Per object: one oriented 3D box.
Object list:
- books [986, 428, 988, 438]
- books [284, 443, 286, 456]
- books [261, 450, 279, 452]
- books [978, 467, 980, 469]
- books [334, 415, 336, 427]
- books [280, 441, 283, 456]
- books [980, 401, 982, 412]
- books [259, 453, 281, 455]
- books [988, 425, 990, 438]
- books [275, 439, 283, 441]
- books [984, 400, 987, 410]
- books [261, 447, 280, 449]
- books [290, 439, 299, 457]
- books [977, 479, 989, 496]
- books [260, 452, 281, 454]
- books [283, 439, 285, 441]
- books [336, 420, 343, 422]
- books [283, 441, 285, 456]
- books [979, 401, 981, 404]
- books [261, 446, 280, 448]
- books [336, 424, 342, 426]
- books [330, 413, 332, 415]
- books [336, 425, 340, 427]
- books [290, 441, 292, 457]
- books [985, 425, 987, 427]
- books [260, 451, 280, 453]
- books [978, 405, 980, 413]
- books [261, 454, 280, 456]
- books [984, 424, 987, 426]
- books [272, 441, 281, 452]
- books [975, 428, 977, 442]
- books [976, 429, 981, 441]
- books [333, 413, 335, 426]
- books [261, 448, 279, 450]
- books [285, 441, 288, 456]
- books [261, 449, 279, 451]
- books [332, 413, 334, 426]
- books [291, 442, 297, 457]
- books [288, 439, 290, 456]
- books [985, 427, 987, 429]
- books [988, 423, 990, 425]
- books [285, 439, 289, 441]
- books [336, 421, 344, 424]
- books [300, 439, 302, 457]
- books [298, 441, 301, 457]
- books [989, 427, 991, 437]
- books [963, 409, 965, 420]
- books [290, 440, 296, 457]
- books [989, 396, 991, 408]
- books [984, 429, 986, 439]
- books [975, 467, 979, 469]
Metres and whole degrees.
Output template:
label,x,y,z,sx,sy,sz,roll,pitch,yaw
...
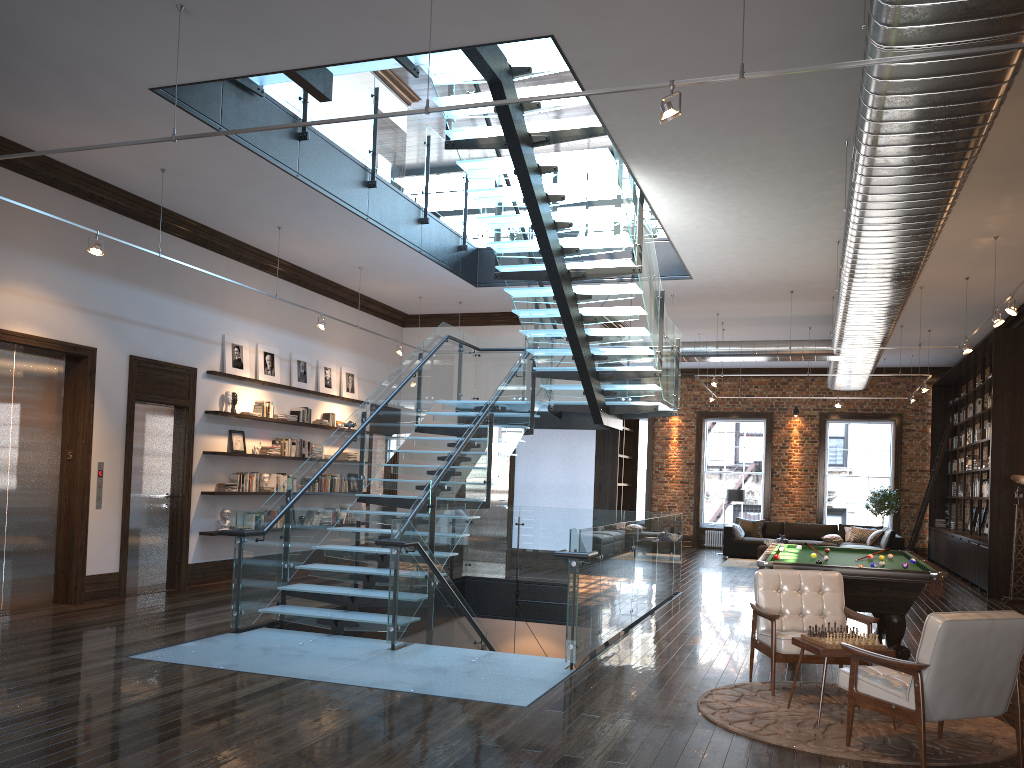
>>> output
label,x,y,z,sx,sy,sz,roll,pitch,yaw
books,8.484,0.892,15.674,0.181,0.207,0.030,1,-2,19
books,-3.256,0.920,12.490,0.160,0.190,0.006,1,-2,19
books,-3.352,0.930,12.276,0.142,0.011,0.257,0,-7,16
books,8.623,1.540,16.151,0.204,0.035,0.268,0,-7,20
books,-2.815,0.575,13.782,0.159,0.183,0.014,1,-2,19
books,-3.281,0.903,12.443,0.153,0.212,0.005,1,-2,19
books,8.681,0.438,16.231,0.191,0.239,0.008,1,-2,19
books,-3.349,0.972,12.273,0.141,0.010,0.289,-1,-7,23
books,8.478,0.856,15.624,0.166,0.268,0.011,1,-2,19
books,-3.284,0.896,12.493,0.132,0.235,0.009,1,-2,19
books,8.651,0.416,16.111,0.190,0.254,0.062,1,-2,19
books,-3.352,0.887,12.277,0.141,0.010,0.288,0,-7,21
books,-3.159,0.924,12.817,0.158,0.262,0.026,1,-2,19
books,8.750,1.931,16.473,0.182,0.335,0.016,1,-2,19
books,-3.348,0.951,12.274,0.141,0.010,0.289,-1,-7,23
books,-3.271,0.894,12.503,0.138,0.242,0.005,1,-2,19
books,-2.768,0.582,13.922,0.135,0.014,0.216,0,-7,19
books,-3.268,0.907,12.458,0.157,0.208,0.005,1,-2,19
books,8.776,0.455,16.491,0.180,0.270,0.011,1,-2,19
books,-3.346,0.876,12.276,0.141,0.010,0.289,1,-6,15
books,-2.760,0.644,13.943,0.154,0.028,0.192,1,-6,14
books,-2.852,0.555,13.702,0.135,0.201,0.007,1,-2,19
books,-2.763,0.672,13.949,0.143,0.028,0.236,0,-7,19
books,-3.211,0.923,12.663,0.137,0.226,0.022,1,-2,19
books,8.552,0.882,15.872,0.179,0.274,0.099,1,-2,19
books,-3.352,0.941,12.276,0.142,0.011,0.257,0,-7,22
books,8.757,0.485,16.461,0.193,0.202,0.027,1,-2,19
books,-3.356,0.983,12.275,0.141,0.010,0.288,0,-7,21
books,8.733,0.912,16.348,0.155,0.333,0.014,1,-2,19
books,-3.304,0.900,12.428,0.142,0.212,0.005,1,-2,19
books,8.841,0.982,16.723,0.190,0.283,0.013,1,-2,19
books,8.688,0.955,16.296,0.272,0.240,0.083,1,-2,19
books,-2.822,0.559,13.769,0.155,0.210,0.015,1,-2,19
books,-3.349,0.897,12.276,0.142,0.011,0.258,0,-6,15
books,-3.238,0.913,12.535,0.166,0.215,0.013,1,-2,19
books,-3.349,0.919,12.275,0.142,0.011,0.258,0,-6,15
books,-2.833,0.555,13.719,0.161,0.207,0.012,1,-2,19
books,-3.179,0.937,12.698,0.184,0.209,0.064,1,-2,19
books,-3.231,0.903,12.600,0.167,0.251,0.022,1,-2,19
books,8.531,0.893,15.829,0.186,0.243,0.079,1,-2,19
books,8.484,0.838,15.637,0.152,0.306,0.017,1,-2,19
books,-3.239,0.902,12.586,0.146,0.248,0.006,1,-2,19
books,-2.766,0.605,13.940,0.143,0.027,0.220,-1,-7,24
books,-3.133,0.933,12.900,0.158,0.264,0.011,1,-2,19
books,-3.141,0.943,12.852,0.163,0.234,0.025,1,-2,19
books,8.395,0.860,15.421,0.180,0.208,0.024,1,-2,19
books,9.382,0.656,18.243,0.163,0.296,0.029,1,-2,19
books,-3.178,0.931,12.767,0.150,0.235,0.026,1,-2,19
books,8.423,0.335,15.469,0.184,0.257,0.032,1,-2,19
books,8.520,0.906,15.798,0.223,0.208,0.065,1,-2,19
books,8.697,1.556,16.384,0.243,0.025,0.161,0,-6,18
